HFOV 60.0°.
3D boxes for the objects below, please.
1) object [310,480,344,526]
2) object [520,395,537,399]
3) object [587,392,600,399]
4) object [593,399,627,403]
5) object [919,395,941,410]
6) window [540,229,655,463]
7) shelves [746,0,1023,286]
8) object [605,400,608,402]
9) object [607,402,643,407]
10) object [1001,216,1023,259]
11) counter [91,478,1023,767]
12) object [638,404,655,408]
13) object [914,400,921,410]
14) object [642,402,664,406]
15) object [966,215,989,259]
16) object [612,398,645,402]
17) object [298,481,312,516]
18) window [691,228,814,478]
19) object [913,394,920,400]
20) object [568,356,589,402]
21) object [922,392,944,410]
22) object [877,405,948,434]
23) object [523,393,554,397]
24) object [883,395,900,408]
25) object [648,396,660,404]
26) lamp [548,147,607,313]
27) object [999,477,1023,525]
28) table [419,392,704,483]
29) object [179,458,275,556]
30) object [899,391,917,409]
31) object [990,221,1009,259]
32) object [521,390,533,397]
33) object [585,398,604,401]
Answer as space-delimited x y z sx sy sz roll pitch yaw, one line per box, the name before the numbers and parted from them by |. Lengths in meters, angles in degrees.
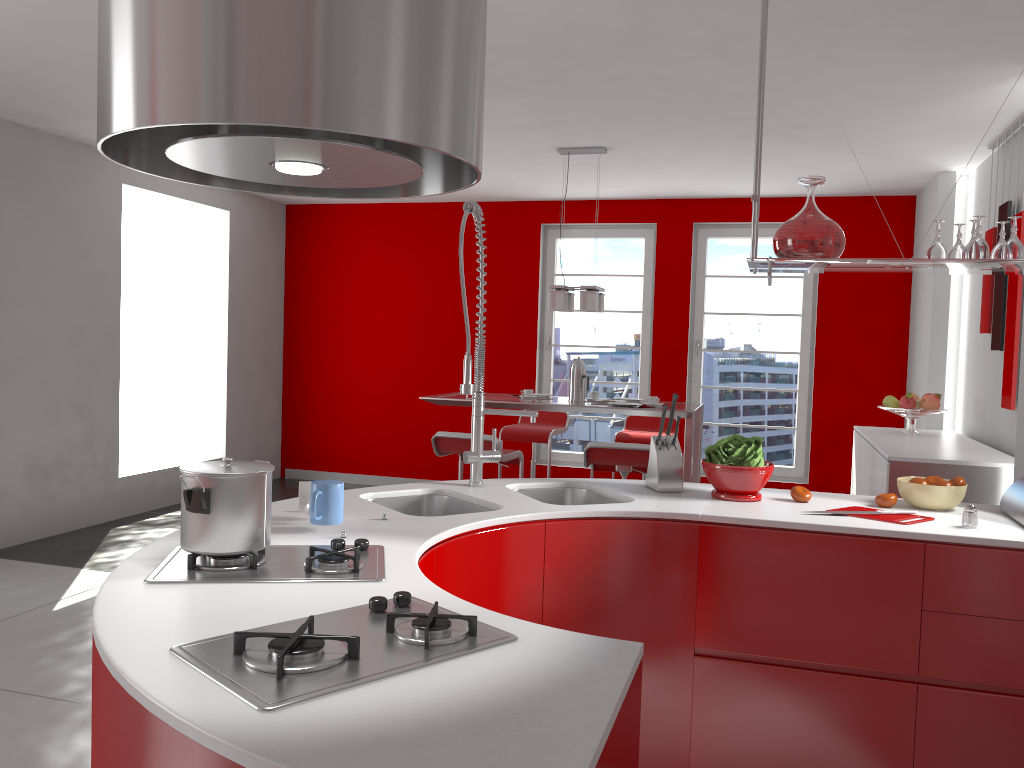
object | -0.454 0.293 2.177 0.080 0.100 0.109 1 3 -11
object | 0.108 0.087 5.827 0.119 0.016 0.119 2 3 -4
object | 0.537 0.077 5.814 0.062 0.049 0.078 0 3 -34
object | 0.620 0.113 5.604 0.217 0.015 0.217 0 3 -36
object | 2.541 0.116 5.383 0.121 0.101 0.097 2 3 -5
window | 0.731 -0.324 7.719 0.938 2.038 0.117 3 3 16
shelves | 1.212 -0.817 2.662 0.934 1.023 0.462 3 3 16
object | 0.589 0.108 5.594 0.036 0.006 0.034 4 3 40
object | 0.681 0.126 5.349 0.217 0.015 0.217 0 3 -37
object | 1.461 -0.415 2.583 0.060 0.141 0.060 3 3 16
counter | 0.373 0.821 2.376 2.865 0.880 1.868 0 3 -40
object | 0.812 0.134 5.304 0.095 0.012 0.234 3 3 16
object | 2.501 0.135 5.516 0.086 0.079 0.084 4 4 44
object | 0.870 0.127 5.488 0.119 0.016 0.119 4 3 36
object | 1.361 -0.418 2.587 0.060 0.141 0.060 3 3 16
object | 0.769 0.105 5.864 0.217 0.015 0.217 1 3 -8
object | -0.501 0.295 2.299 0.100 0.080 0.109 1 3 -14
window | 1.978 -0.268 7.356 0.938 2.038 0.117 3 3 16
object | 2.516 0.110 5.600 0.117 0.105 0.096 -1 4 -45
object | 0.437 -0.032 5.665 0.149 0.287 0.113 3 3 24
object | 2.589 0.104 5.502 0.150 0.129 0.117 1 3 -26
object | 2.477 0.226 5.502 0.398 0.159 0.398 1 3 -24
object | 0.176 0.079 6.030 0.217 0.015 0.217 4 3 40
object | 2.377 0.115 5.550 0.083 0.086 0.100 1 3 -24
object | 0.878 0.103 5.485 0.078 0.049 0.062 3 3 16
lamp | 0.430 -0.978 5.658 0.304 1.025 0.304 3 3 16
object | 1.625 0.322 2.555 0.300 0.170 0.400 3 3 16
table | 0.327 0.605 5.747 1.700 1.000 0.800 3 3 16
object | -0.590 0.245 1.836 0.189 0.185 0.218 1 3 -22
object | 2.418 0.103 5.429 0.097 0.133 0.117 2 3 6
object | 1.483 -0.419 2.685 0.060 0.141 0.060 2 3 -7
object | 0.103 0.062 5.831 0.078 0.049 0.062 4 3 39
object | 0.540 0.101 5.809 0.119 0.016 0.119 2 3 14
